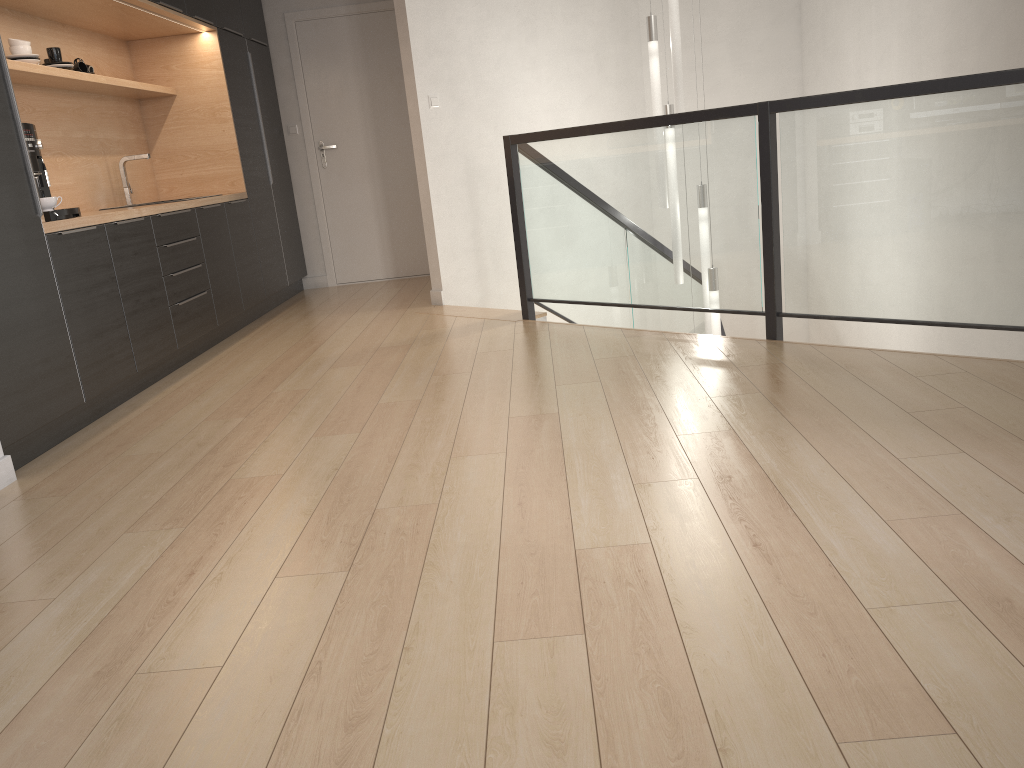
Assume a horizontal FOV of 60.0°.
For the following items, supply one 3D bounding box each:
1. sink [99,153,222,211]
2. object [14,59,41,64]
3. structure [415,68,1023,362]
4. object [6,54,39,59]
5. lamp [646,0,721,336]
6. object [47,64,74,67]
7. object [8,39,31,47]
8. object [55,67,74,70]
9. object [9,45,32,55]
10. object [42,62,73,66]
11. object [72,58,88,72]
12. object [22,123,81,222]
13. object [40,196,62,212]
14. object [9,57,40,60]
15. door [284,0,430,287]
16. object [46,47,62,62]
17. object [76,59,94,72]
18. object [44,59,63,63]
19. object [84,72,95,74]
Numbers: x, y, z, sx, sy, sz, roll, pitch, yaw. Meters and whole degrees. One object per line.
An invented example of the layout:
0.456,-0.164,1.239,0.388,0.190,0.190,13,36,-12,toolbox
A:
-2.105,-1.128,5.349,0.512,0.518,0.626,-6,15,3,sink
-2.314,-1.517,4.207,0.145,0.025,0.145,-9,15,-11,object
1.962,0.546,5.337,2.823,4.339,4.190,-19,19,-41,structure
-2.316,-1.540,4.201,0.145,0.025,0.145,-9,15,-11,object
0.933,-2.410,5.127,0.359,6.725,0.359,5,19,38,lamp
-2.327,-1.620,4.556,0.145,0.025,0.145,-2,15,16,object
-2.324,-1.597,4.187,0.098,0.075,0.095,-3,15,14,object
-2.327,-1.607,4.557,0.145,0.025,0.145,-2,15,16,object
-2.322,-1.565,4.198,0.095,0.057,0.099,-13,16,-24,object
-2.330,-1.631,4.551,0.145,0.025,0.145,-2,15,16,object
-2.357,-1.713,4.797,0.100,0.093,0.066,-2,15,17,object
-2.150,-0.895,3.831,0.584,0.398,0.618,-6,15,3,object
-1.939,-0.746,3.690,0.099,0.057,0.095,-5,15,5,object
-2.316,-1.528,4.207,0.145,0.025,0.145,-9,15,-11,object
-1.159,-1.882,7.084,0.974,2.136,0.085,-6,15,3,door
-2.334,-1.669,4.533,0.066,0.092,0.084,-14,17,-28,object
-2.348,-1.735,4.856,0.100,0.093,0.066,-3,15,12,object
-2.411,-1.662,4.669,0.084,0.092,0.066,-4,15,9,object
-2.348,-1.677,4.832,0.145,0.025,0.145,-5,15,5,object
